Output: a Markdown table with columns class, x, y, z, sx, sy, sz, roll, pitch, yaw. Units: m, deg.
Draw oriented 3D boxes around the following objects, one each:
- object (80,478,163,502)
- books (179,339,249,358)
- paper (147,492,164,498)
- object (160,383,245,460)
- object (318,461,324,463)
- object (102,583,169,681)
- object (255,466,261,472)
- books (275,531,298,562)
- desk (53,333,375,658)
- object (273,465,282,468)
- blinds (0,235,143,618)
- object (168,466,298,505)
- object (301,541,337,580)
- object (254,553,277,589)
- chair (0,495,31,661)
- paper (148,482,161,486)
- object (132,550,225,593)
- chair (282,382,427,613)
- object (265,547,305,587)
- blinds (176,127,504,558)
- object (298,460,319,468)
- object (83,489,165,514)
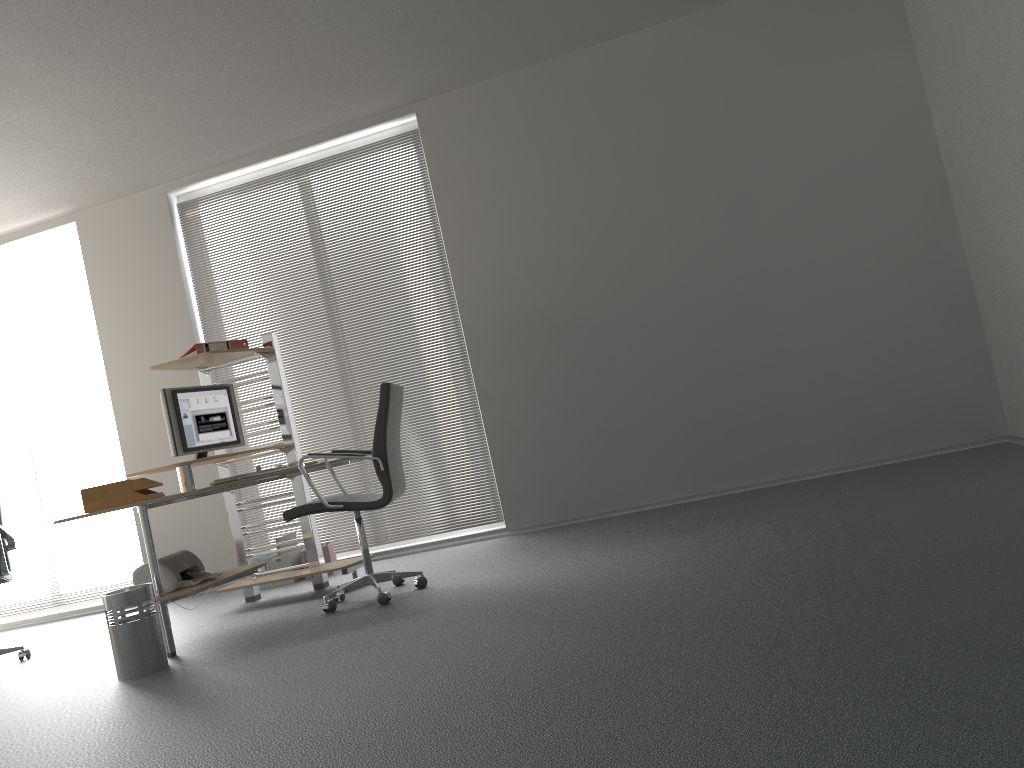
| class | x | y | z | sx | sy | sz | roll | pitch | yaw |
| --- | --- | --- | --- | --- | --- | --- | --- | --- | --- |
| object | -1.875 | 0.499 | 4.275 | 0.309 | 0.060 | 0.225 | -12 | -3 | -7 |
| books | -1.760 | -0.191 | 5.226 | 0.320 | 0.072 | 0.262 | -10 | -4 | -44 |
| paper | -1.860 | 0.566 | 4.271 | 0.297 | 0.019 | 0.210 | -12 | -3 | -7 |
| object | -1.785 | 0.229 | 5.065 | 0.245 | 0.418 | 0.516 | -14 | -3 | 36 |
| object | -1.174 | 0.475 | 5.288 | 0.158 | 0.011 | 0.011 | -13 | -3 | 11 |
| object | -1.650 | 1.086 | 3.887 | 0.208 | 0.377 | 0.208 | -11 | -3 | -32 |
| object | -1.477 | 0.510 | 5.185 | 0.054 | 0.064 | 0.159 | -12 | -3 | -19 |
| books | -1.522 | 1.178 | 6.042 | 0.068 | 0.306 | 0.220 | -13 | -3 | 14 |
| desk | -1.511 | 0.477 | 4.703 | 0.967 | 1.566 | 1.469 | -13 | -3 | 14 |
| object | -1.385 | 0.503 | 5.238 | 0.022 | 0.042 | 0.134 | -11 | -3 | -34 |
| blinds | -3.918 | 0.405 | 6.960 | 1.950 | 2.749 | 0.037 | -13 | -3 | 14 |
| object | -1.597 | 0.562 | 4.779 | 0.814 | 0.082 | 0.478 | -13 | -3 | 22 |
| object | -1.301 | 1.200 | 6.014 | 0.185 | 0.202 | 0.245 | -12 | -3 | -4 |
| object | -1.696 | 1.291 | 6.087 | 0.185 | 0.202 | 0.245 | -13 | -3 | 14 |
| chair | -3.096 | 1.102 | 4.930 | 0.584 | 1.048 | 0.652 | -11 | -3 | -20 |
| paper | -1.871 | 0.516 | 4.274 | 0.297 | 0.010 | 0.210 | -12 | -3 | -7 |
| object | -1.632 | 0.919 | 4.422 | 0.351 | 0.162 | 0.438 | -12 | -3 | -2 |
| chair | -0.799 | 0.578 | 4.552 | 0.652 | 1.048 | 0.584 | -12 | -3 | 0 |
| object | -1.521 | 1.250 | 6.042 | 0.185 | 0.202 | 0.245 | -13 | -3 | 14 |
| blinds | -1.270 | -0.211 | 6.285 | 1.950 | 2.770 | 0.022 | -13 | -3 | 14 |
| object | -1.194 | 0.467 | 5.207 | 0.132 | 0.026 | 0.132 | -13 | -3 | 14 |
| object | -1.863 | 0.554 | 4.272 | 0.309 | 0.060 | 0.225 | -12 | -3 | -7 |
